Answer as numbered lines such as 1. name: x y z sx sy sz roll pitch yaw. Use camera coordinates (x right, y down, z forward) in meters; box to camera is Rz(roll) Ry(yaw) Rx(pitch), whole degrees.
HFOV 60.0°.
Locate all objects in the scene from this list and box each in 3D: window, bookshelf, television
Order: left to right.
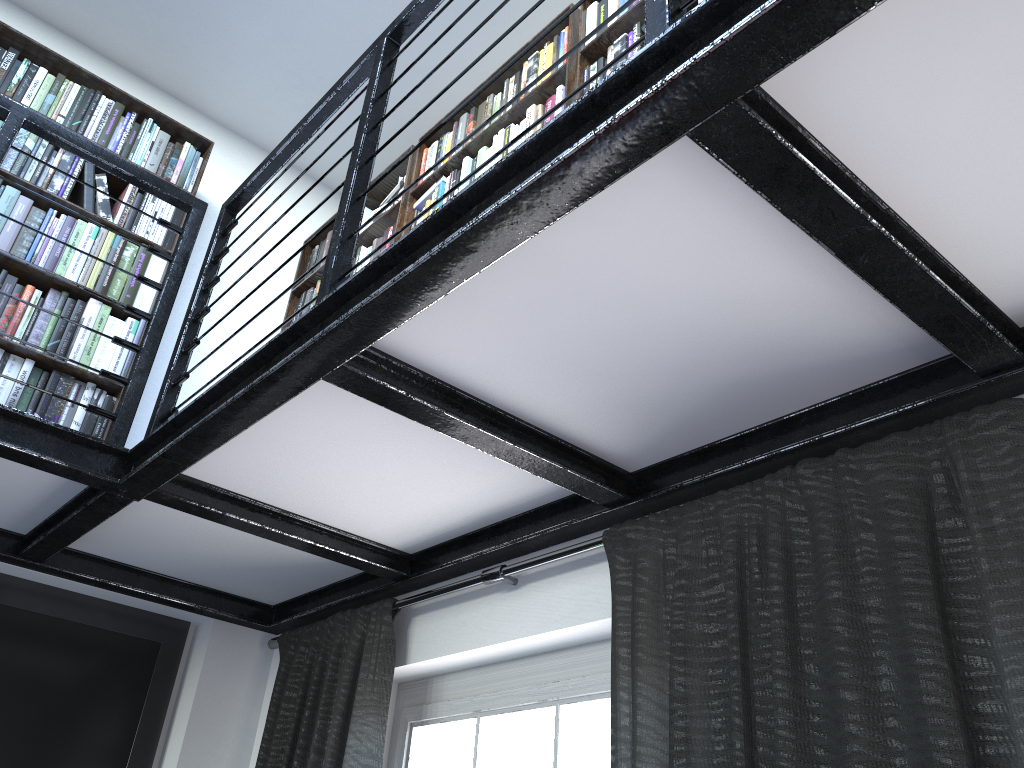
1. television: -2.497 1.253 1.668 3.325 2.470 0.115 27 -39 -32
2. bookshelf: -0.487 -1.211 1.507 3.063 1.645 4.433 28 -38 -32
3. window: -0.040 1.436 1.990 0.132 1.634 1.156 28 -39 -32

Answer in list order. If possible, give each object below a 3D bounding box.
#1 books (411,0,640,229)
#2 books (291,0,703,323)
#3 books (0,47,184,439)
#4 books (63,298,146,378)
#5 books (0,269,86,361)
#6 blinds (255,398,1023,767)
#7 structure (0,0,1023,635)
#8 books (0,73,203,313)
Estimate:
1. books: 0.565 -0.986 2.430 0.211 0.842 2.612 28 -38 -32
2. books: 0.536 -0.737 2.260 0.240 1.421 4.399 28 -38 -32
3. books: -0.784 -1.429 1.328 2.186 1.434 4.336 28 -38 -33
4. books: -0.573 -1.195 1.421 1.585 1.160 4.295 29 -38 -33
5. books: -0.368 -1.228 1.598 1.160 1.429 4.342 28 -38 -32
6. blinds: -0.076 1.455 1.631 0.124 2.428 2.484 28 -39 -32
7. structure: -1.184 -0.075 0.208 4.577 3.414 4.446 28 -38 -32
8. books: -2.178 -0.731 2.695 2.188 1.448 0.312 27 -38 -31
